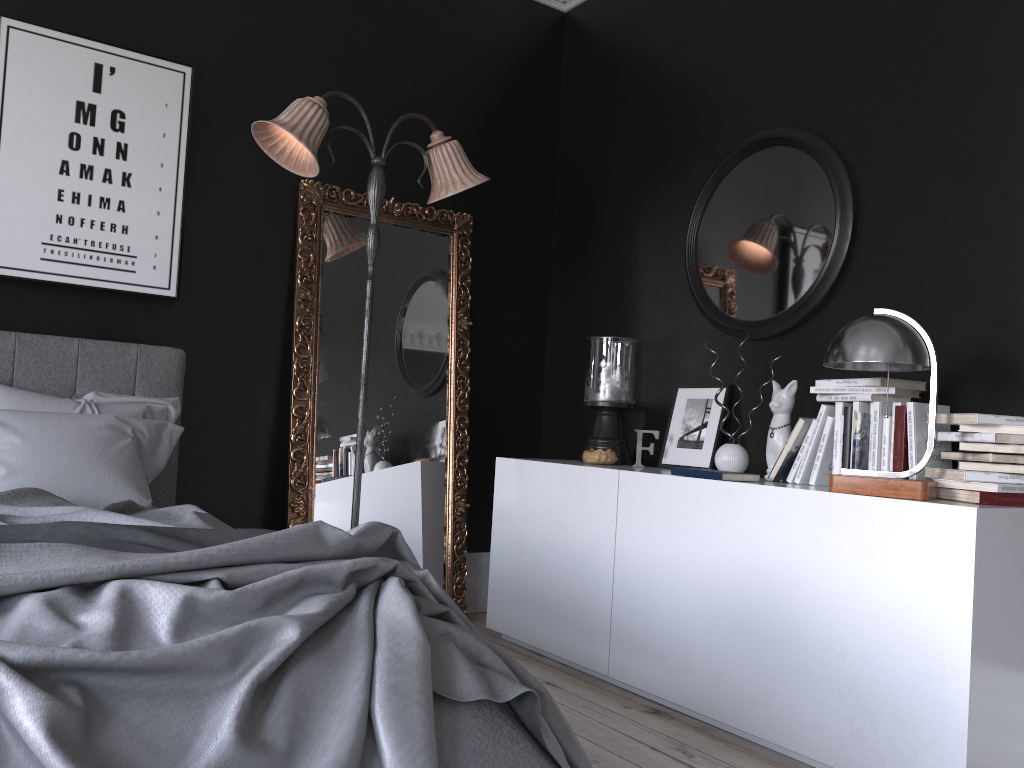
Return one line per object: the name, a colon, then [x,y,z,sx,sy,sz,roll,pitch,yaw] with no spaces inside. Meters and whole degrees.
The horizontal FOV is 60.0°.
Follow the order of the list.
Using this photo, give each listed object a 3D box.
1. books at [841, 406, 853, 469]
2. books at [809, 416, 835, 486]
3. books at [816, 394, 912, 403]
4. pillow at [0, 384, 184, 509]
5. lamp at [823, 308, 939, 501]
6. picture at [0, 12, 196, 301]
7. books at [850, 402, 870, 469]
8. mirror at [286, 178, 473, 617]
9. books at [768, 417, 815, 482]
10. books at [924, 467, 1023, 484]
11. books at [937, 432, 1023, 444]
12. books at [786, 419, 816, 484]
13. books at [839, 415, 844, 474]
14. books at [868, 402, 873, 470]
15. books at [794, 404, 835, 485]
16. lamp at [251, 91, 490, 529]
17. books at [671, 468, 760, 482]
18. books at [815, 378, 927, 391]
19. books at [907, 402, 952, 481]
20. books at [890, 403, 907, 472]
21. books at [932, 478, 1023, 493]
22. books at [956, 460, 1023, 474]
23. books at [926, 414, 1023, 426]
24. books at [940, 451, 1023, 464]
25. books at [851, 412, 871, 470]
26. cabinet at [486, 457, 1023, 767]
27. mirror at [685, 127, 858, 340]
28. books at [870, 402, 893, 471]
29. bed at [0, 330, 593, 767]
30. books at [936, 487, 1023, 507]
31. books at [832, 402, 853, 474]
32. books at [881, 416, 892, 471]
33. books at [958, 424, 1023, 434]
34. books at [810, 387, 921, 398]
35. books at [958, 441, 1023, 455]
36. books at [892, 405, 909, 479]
books: [1.243,0.230,3.149,0.193,0.289,0.030,5,-2,-34]
books: [1.195,0.249,3.263,0.195,0.256,0.091,5,-3,-34]
books: [1.262,0.055,3.187,0.195,0.026,0.259,5,-3,-24]
pillow: [-2.045,0.226,3.112,1.831,0.759,0.680,5,-3,-34]
lamp: [1.158,0.055,2.804,0.340,0.590,0.329,2,-3,36]
picture: [-1.800,-0.945,3.804,0.792,1.078,0.014,5,-2,-34]
books: [1.278,0.223,3.140,0.220,0.307,0.024,5,-2,-34]
mirror: [-0.639,0.120,4.499,0.992,2.190,0.254,5,-2,-34]
books: [1.101,0.253,3.348,0.203,0.246,0.158,5,-3,-34]
books: [1.501,0.290,2.772,0.318,0.031,0.229,4,-3,-4]
books: [1.523,0.172,2.777,0.220,0.030,0.306,4,-3,-4]
books: [1.149,0.256,3.330,0.195,0.244,0.132,5,-3,-34]
books: [1.247,0.247,3.186,0.195,0.258,0.026,5,-2,-34]
books: [1.330,0.225,3.112,0.221,0.306,0.030,5,-2,-34]
books: [1.176,0.229,3.290,0.220,0.296,0.126,5,-3,-34]
lamp: [-0.642,-0.030,3.853,0.986,2.409,0.773,3,-2,-1]
books: [0.766,0.341,3.343,0.193,0.030,0.289,5,-3,-28]
books: [1.289,0.005,3.198,0.221,0.030,0.306,5,-3,-24]
books: [1.398,0.221,2.963,0.220,0.308,0.050,5,-2,-34]
books: [1.377,0.224,3.043,0.221,0.306,0.030,5,-2,-34]
books: [1.508,0.318,2.744,0.319,0.025,0.228,5,-3,-24]
books: [1.509,0.261,2.781,0.203,0.029,0.269,2,-3,26]
books: [1.504,0.117,2.776,0.306,0.030,0.221,4,-3,-14]
books: [1.513,0.232,2.791,0.193,0.030,0.290,4,-3,-3]
books: [1.259,0.240,3.096,0.205,0.270,0.029,5,-2,-34]
cabinet: [0.801,0.811,3.545,0.570,0.881,2.396,5,-3,-34]
mirror: [1.094,-0.657,3.896,0.061,0.924,0.924,5,-3,-34]
books: [1.322,0.222,3.075,0.220,0.307,0.024,5,-2,-34]
bed: [-1.481,0.395,2.153,3.283,1.297,2.768,1,-4,45]
books: [1.503,0.348,2.733,0.295,0.038,0.235,4,-3,-7]
books: [1.251,0.226,3.229,0.221,0.306,0.030,5,-2,-34]
books: [1.338,0.246,3.051,0.195,0.258,0.026,5,-2,-34]
books: [1.540,0.147,2.792,0.220,0.024,0.307,2,-3,31]
books: [1.266,0.030,3.181,0.220,0.024,0.307,6,-4,-44]
books: [1.514,0.201,2.777,0.193,0.030,0.290,2,-3,30]
books: [1.375,0.227,2.999,0.235,0.295,0.038,5,-2,-34]
